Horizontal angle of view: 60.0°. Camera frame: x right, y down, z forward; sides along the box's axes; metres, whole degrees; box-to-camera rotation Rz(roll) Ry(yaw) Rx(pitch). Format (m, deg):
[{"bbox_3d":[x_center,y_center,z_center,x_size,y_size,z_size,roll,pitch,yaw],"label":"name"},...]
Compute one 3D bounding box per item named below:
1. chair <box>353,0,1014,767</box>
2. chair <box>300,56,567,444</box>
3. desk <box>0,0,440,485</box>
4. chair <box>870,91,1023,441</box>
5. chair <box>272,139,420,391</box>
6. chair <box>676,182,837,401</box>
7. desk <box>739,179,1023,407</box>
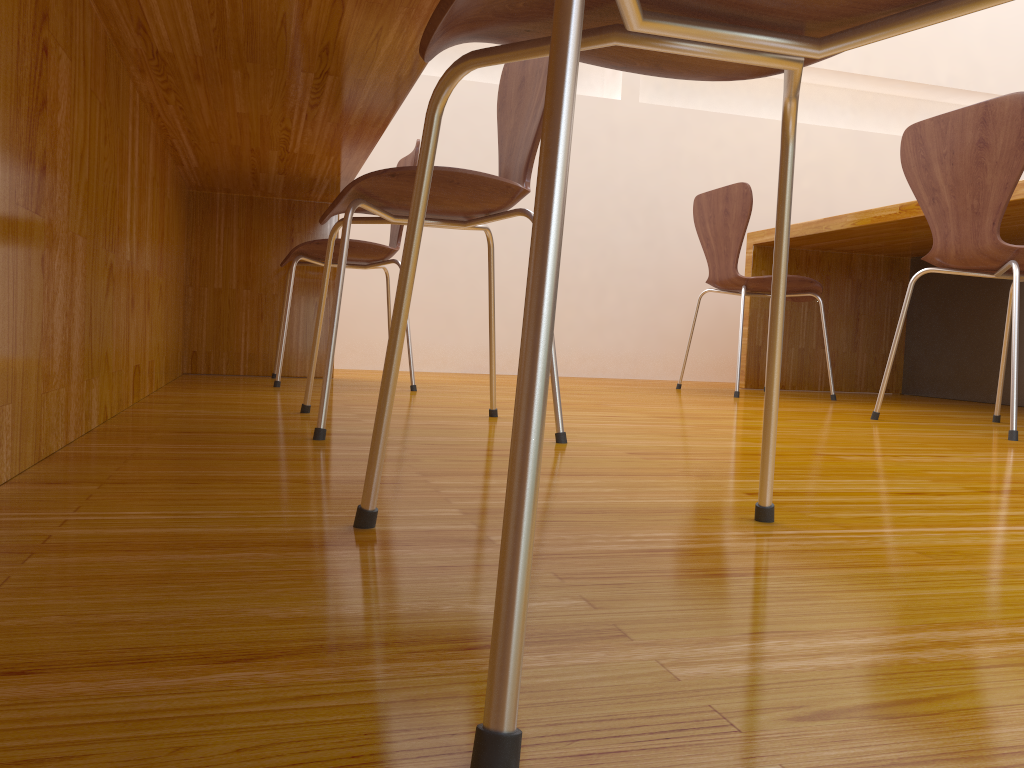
[{"bbox_3d":[0.128,-0.208,0.540,0.381,0.693,0.428,2,3,-16],"label":"chair"},{"bbox_3d":[-0.137,-0.268,1.473,0.381,0.693,0.428,2,3,-16],"label":"chair"},{"bbox_3d":[-0.721,-0.450,1.135,1.248,1.022,3.216,2,3,-16],"label":"desk"},{"bbox_3d":[1.116,-0.238,1.970,0.381,0.693,0.428,2,3,-16],"label":"chair"},{"bbox_3d":[-0.479,-0.338,2.537,0.381,0.693,0.428,2,3,-16],"label":"chair"},{"bbox_3d":[0.848,-0.306,3.054,0.381,0.693,0.428,2,3,-16],"label":"chair"},{"bbox_3d":[2.057,-0.078,2.185,1.527,0.785,3.243,2,3,-16],"label":"desk"}]
